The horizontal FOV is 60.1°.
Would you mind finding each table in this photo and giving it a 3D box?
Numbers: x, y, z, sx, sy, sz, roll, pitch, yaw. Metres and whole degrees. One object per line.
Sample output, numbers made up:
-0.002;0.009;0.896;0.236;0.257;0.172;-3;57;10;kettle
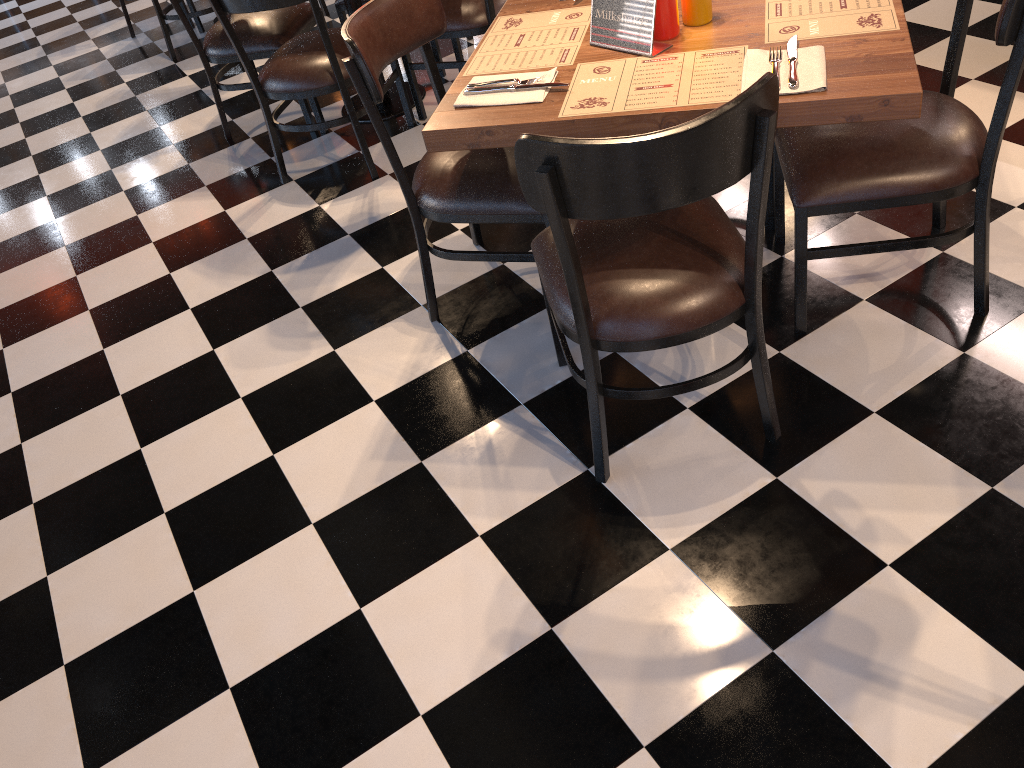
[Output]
0.455;-0.561;2.293;0.960;0.758;0.977;1;42;18;table
-0.682;-1.584;3.838;0.960;0.758;0.977;1;42;18;table
-1.792;-2.637;5.412;0.956;0.758;0.980;1;42;18;table

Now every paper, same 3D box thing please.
0.050;-0.832;2.137;0.261;0.001;0.373;0;42;17;paper
0.294;-0.622;1.816;0.365;0.001;0.266;0;42;16;paper
0.692;-0.833;1.945;0.261;0.001;0.373;0;42;17;paper

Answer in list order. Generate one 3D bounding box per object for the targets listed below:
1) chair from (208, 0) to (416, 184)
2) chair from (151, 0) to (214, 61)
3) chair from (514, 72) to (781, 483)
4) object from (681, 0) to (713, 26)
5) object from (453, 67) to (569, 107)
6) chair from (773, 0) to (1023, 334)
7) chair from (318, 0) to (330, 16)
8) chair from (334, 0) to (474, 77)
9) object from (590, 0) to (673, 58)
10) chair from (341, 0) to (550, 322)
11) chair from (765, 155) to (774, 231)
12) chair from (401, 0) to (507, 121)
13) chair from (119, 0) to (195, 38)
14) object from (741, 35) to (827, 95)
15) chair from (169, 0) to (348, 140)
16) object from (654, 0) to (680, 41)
-0.772;-1.266;3.419;0.486;0.849;0.556;0;42;18;chair
-1.843;-2.356;5.024;0.486;0.849;0.556;-4;40;14;chair
0.295;-0.270;1.927;0.486;0.849;0.556;-14;39;1;chair
0.400;-0.914;1.945;0.068;0.233;0.069;-25;40;-13;object
0.007;-0.646;1.919;0.255;0.018;0.161;3;43;20;object
0.928;-0.620;2.147;0.544;0.849;0.497;-5;40;12;chair
-1.342;-2.647;5.215;0.544;0.849;0.497;-3;41;14;chair
-0.540;-1.944;4.146;0.486;0.849;0.556;2;42;20;chair
0.241;-0.852;1.906;0.073;0.251;0.190;-36;44;-24;object
-0.082;-0.640;2.476;0.545;0.849;0.496;3;42;21;chair
0.528;-0.948;2.653;0.486;0.849;0.556;-3;41;14;chair
-0.164;-1.574;3.597;0.545;0.849;0.496;7;44;25;chair
-2.331;-2.718;5.597;0.544;0.849;0.497;-3;41;14;chair
0.534;-0.630;1.740;0.157;0.018;0.260;1;42;17;object
-1.173;-1.594;3.927;0.544;0.849;0.497;-2;41;16;chair
0.320;-0.871;1.918;0.068;0.233;0.069;-25;40;-13;object
